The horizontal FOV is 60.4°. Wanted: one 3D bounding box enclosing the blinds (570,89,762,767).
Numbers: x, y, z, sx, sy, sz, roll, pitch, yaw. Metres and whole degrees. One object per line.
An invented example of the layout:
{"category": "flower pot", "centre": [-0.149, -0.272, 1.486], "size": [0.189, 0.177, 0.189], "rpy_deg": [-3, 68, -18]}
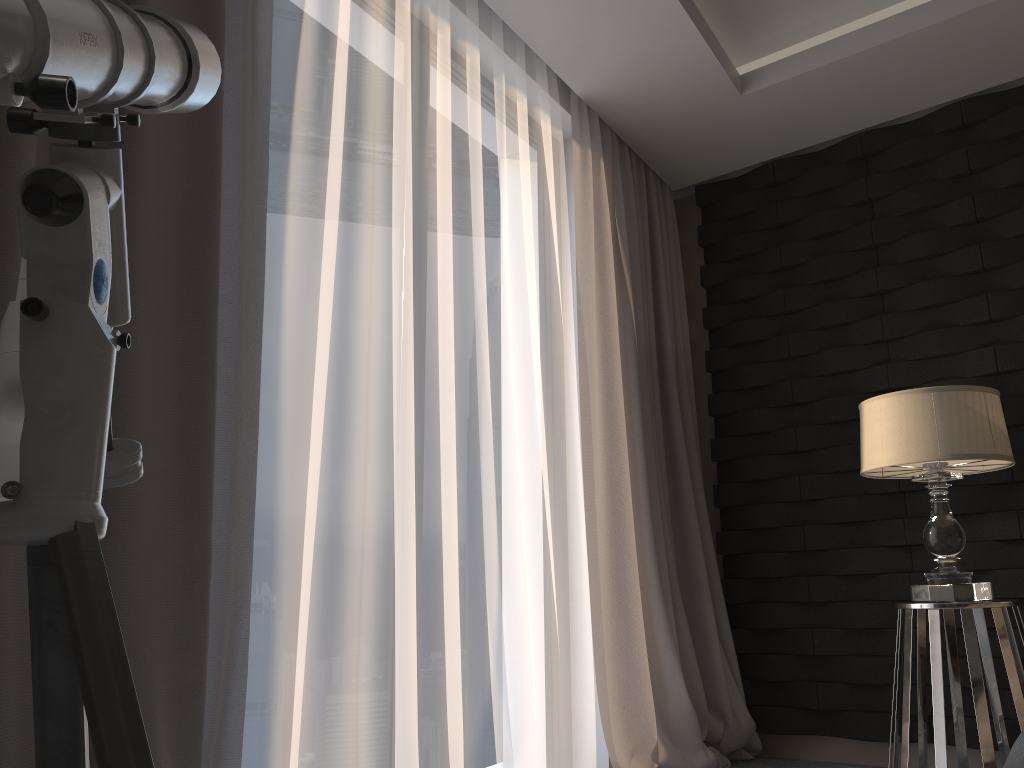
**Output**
{"category": "blinds", "centre": [0.605, 0.130, 3.447], "size": [0.325, 2.645, 1.045], "rpy_deg": [-8, -16, 30]}

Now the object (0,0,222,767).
{"category": "object", "centre": [-0.370, 0.148, 0.676], "size": [0.568, 1.408, 0.645], "rpy_deg": [-8, -16, 30]}

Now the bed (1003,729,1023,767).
{"category": "bed", "centre": [1.975, 0.615, 1.290], "size": [2.171, 0.625, 2.412], "rpy_deg": [-12, -17, 37]}

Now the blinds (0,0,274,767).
{"category": "blinds", "centre": [-0.698, -0.329, 1.283], "size": [0.341, 2.646, 1.098], "rpy_deg": [-9, -16, 31]}

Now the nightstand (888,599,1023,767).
{"category": "nightstand", "centre": [1.364, 0.960, 2.627], "size": [0.579, 0.604, 0.521], "rpy_deg": [10, -17, -38]}

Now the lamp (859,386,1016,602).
{"category": "lamp", "centre": [1.351, 0.360, 2.782], "size": [0.482, 0.632, 0.449], "rpy_deg": [4, -14, -19]}
